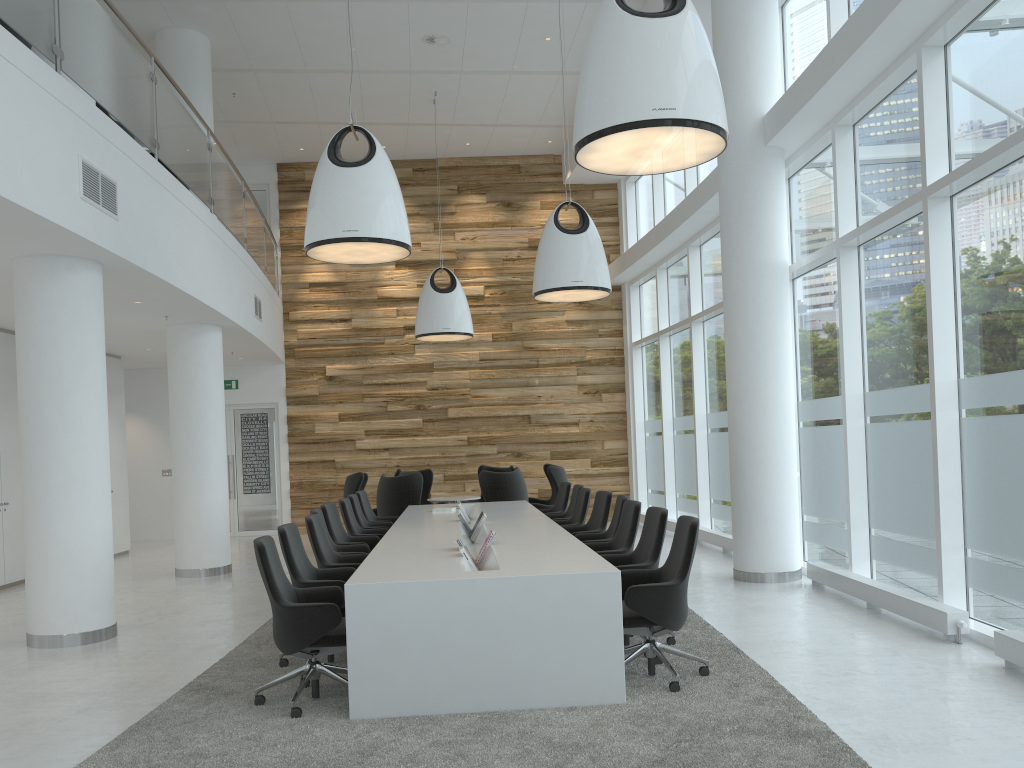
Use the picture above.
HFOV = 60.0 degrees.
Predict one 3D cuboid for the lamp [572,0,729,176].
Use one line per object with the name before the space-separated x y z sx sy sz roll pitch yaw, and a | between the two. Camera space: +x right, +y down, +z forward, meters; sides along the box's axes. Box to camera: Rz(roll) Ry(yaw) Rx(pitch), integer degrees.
lamp | 0.715 -3.140 5.065 0.885 3.645 0.883 -3 0 42

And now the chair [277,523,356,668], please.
chair | -1.262 1.432 6.044 0.674 0.966 0.686 -2 -1 -4

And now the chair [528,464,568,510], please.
chair | 0.394 1.781 13.314 0.916 1.152 0.916 -2 -2 -14

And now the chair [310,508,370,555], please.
chair | -1.401 1.545 7.588 0.673 0.966 0.686 -2 -1 -9

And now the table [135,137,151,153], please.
table | -4.039 -2.121 9.100 0.800 0.754 0.799 -4 -3 36

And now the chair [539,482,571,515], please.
chair | 0.443 1.707 10.969 0.673 0.966 0.686 -2 -1 -9

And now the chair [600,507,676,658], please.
chair | 0.791 1.360 6.189 0.674 0.966 0.686 -2 -1 -4

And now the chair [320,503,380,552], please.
chair | -1.471 1.603 8.370 0.674 0.966 0.686 -2 -1 1

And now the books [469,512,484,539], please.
books | -0.331 1.317 8.267 0.139 0.229 0.357 -2 -3 -4

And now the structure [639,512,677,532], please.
structure | 2.356 2.246 14.276 0.150 0.213 2.695 -2 -4 -8

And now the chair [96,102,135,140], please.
chair | -4.022 -2.383 8.271 0.913 1.152 0.919 -2 -2 -16

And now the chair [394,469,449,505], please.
chair | -1.494 1.917 14.179 0.913 1.152 0.919 -1 -2 -44

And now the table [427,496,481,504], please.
table | -0.850 2.046 13.197 0.800 0.696 0.800 -3 -2 21

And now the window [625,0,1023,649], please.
window | -17.727 -0.120 11.477 63.023 6.136 30.814 -5 -5 36

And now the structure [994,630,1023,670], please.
structure | 2.982 1.507 4.038 0.150 0.213 2.694 -2 -4 1

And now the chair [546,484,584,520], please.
chair | 0.532 1.643 10.097 0.674 0.966 0.686 -2 -1 -4

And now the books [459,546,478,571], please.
books | -0.273 1.181 5.846 0.143 0.226 0.204 -2 -2 -5

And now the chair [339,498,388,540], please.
chair | -1.458 1.655 9.134 0.674 0.966 0.686 -2 -1 -4

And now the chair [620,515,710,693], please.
chair | 0.841 1.301 5.377 0.674 0.966 0.686 -2 -1 1

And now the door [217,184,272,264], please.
door | -5.230 -2.388 16.072 1.805 2.400 0.132 -2 0 -1

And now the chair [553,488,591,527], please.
chair | 0.540 1.586 9.281 0.674 0.966 0.686 -2 -1 -4

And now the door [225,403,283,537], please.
door | -5.072 1.571 16.071 1.805 2.400 0.132 -2 0 -1

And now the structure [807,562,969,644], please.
structure | 2.961 1.730 7.214 0.150 0.213 2.694 -2 -4 -2

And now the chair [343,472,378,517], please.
chair | -2.019 1.864 13.132 0.916 1.152 0.916 -2 -2 -14

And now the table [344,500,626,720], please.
table | -0.346 1.655 8.074 1.500 0.738 6.569 -2 -4 -4

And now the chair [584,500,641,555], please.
chair | 0.729 1.419 7.006 0.674 0.966 0.686 -2 -1 -4

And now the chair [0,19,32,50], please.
chair | -3.870 -2.532 6.225 0.913 1.152 0.919 -2 -2 -10

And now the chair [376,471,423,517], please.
chair | -1.388 1.773 12.181 0.914 1.152 0.918 -3 -2 16

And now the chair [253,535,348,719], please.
chair | -1.173 1.368 5.172 0.673 0.966 0.686 -2 -1 -9

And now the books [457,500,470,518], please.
books | -0.586 1.521 10.709 0.153 0.241 0.183 -2 -1 -4

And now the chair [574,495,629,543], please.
chair | 0.741 1.472 7.770 0.674 0.966 0.686 -2 -1 1

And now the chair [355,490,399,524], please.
chair | -1.570 1.773 10.763 0.674 0.966 0.686 -2 -1 1

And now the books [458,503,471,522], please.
books | -0.558 1.504 10.372 0.139 0.223 0.162 -2 -1 -4

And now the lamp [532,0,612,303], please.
lamp | 0.598 -2.798 9.894 0.885 3.645 0.883 -2 0 40

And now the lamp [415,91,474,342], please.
lamp | -1.077 -2.501 13.198 0.885 3.645 0.883 -2 0 35

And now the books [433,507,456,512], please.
books | -0.773 1.429 10.087 0.224 0.026 0.264 -3 -4 6

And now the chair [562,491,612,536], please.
chair | 0.671 1.530 8.552 0.673 0.966 0.686 -2 -1 -9

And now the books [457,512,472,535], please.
books | -0.449 1.368 8.616 0.153 0.238 0.191 -2 -2 -4

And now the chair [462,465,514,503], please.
chair | -0.331 1.875 14.257 0.914 1.152 0.918 -3 -2 16

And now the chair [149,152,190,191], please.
chair | -4.109 -2.261 9.979 0.913 1.152 0.919 -2 -2 -13

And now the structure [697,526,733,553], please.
structure | 2.715 2.013 11.136 0.150 0.213 2.694 -2 -4 -5

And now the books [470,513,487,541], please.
books | -0.315 1.336 8.287 0.158 0.241 0.353 -2 -3 -4

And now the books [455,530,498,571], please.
books | -0.242 1.204 6.344 0.231 0.275 0.597 -3 -3 17

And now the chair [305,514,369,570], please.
chair | -1.270 1.489 6.859 0.674 0.966 0.686 -2 -1 -4

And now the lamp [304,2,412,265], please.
lamp | -1.341 -2.898 7.345 0.885 3.645 0.883 -3 0 42

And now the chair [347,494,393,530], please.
chair | -1.521 1.715 9.951 0.674 0.966 0.686 -2 -1 -4

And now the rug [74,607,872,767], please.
rug | -0.506 2.054 8.403 3.938 0.010 13.474 -2 -4 -3

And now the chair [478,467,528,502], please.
chair | -0.206 1.729 12.230 0.913 1.152 0.919 -1 -2 -44
